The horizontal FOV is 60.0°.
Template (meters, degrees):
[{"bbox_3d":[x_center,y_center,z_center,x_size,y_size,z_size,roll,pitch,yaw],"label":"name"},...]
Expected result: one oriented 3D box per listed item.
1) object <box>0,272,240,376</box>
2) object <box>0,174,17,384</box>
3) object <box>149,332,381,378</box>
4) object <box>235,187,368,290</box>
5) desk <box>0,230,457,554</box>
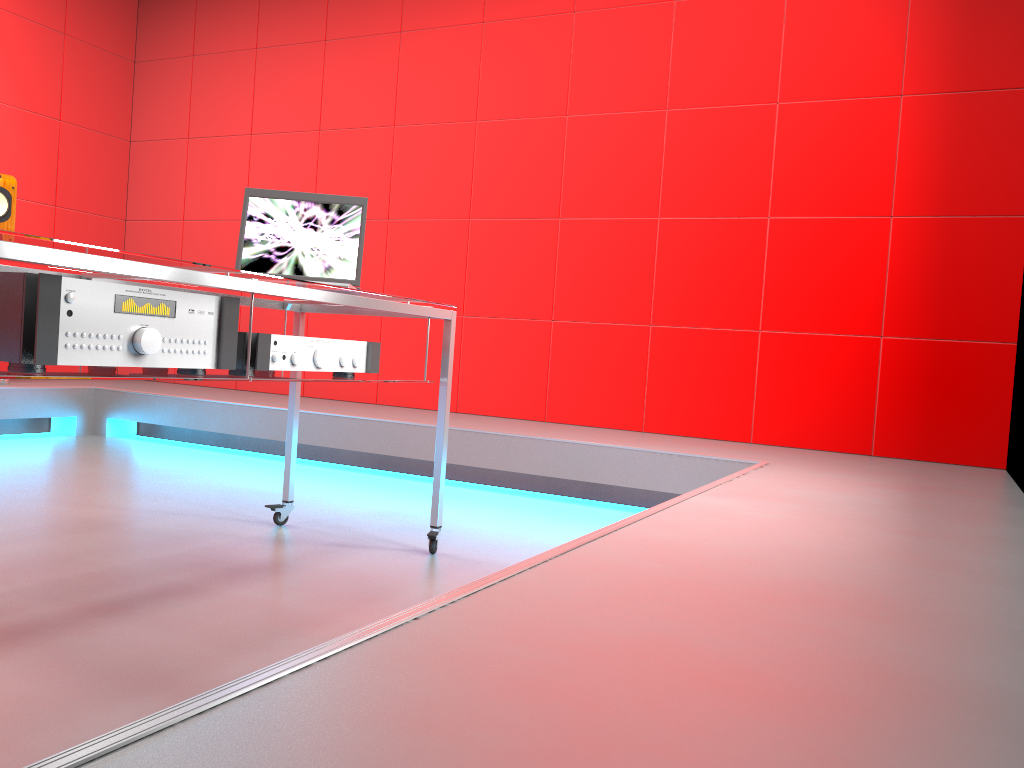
[{"bbox_3d":[-0.797,-0.105,1.636,0.371,0.158,0.431,5,2,26],"label":"object"},{"bbox_3d":[-2.618,-0.538,4.388,0.231,1.058,0.265,2,2,-44],"label":"object"},{"bbox_3d":[-0.587,-0.071,2.081,0.365,0.092,0.435,5,2,26],"label":"object"},{"bbox_3d":[-0.567,-0.384,2.305,0.342,0.285,0.340,4,2,-4],"label":"object"},{"bbox_3d":[-0.773,0.104,1.871,0.594,0.690,1.617,5,2,26],"label":"desk"}]
